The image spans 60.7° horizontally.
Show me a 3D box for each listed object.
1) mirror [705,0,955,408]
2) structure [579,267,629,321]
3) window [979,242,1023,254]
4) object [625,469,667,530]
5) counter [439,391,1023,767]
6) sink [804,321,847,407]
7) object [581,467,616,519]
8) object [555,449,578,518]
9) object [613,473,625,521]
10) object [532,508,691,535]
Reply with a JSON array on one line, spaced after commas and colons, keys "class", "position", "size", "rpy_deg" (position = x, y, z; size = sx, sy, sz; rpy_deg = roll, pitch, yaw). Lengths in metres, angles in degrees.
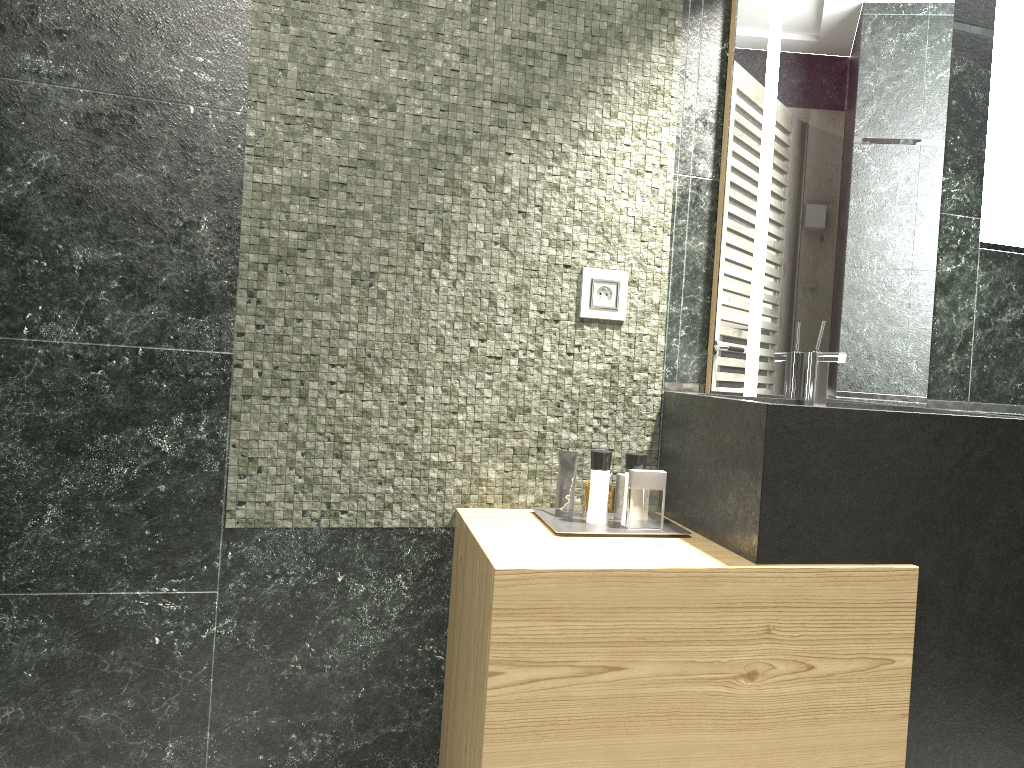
[{"class": "mirror", "position": [0.917, -0.739, 2.449], "size": [0.708, 1.576, 0.040], "rpy_deg": [4, 0, -17]}, {"class": "structure", "position": [0.239, -0.232, 2.263], "size": [0.129, 0.128, 0.016], "rpy_deg": [4, 0, -18]}, {"class": "window", "position": [1.940, -0.918, 2.993], "size": [1.107, 1.069, 0.037], "rpy_deg": [4, 0, -17]}, {"class": "object", "position": [0.314, 0.271, 2.050], "size": [0.087, 0.136, 0.030], "rpy_deg": [4, 0, -13]}, {"class": "counter", "position": [0.559, 0.562, 2.074], "size": [1.381, 1.051, 0.617], "rpy_deg": [4, 1, -16]}, {"class": "sink", "position": [0.856, 0.040, 2.163], "size": [0.752, 0.408, 0.521], "rpy_deg": [4, 1, -15]}, {"class": "object", "position": [0.220, 0.264, 2.168], "size": [0.086, 0.133, 0.055], "rpy_deg": [4, 0, -10]}, {"class": "object", "position": [0.133, 0.244, 2.143], "size": [0.046, 0.163, 0.044], "rpy_deg": [4, 0, -8]}, {"class": "object", "position": [0.296, 0.261, 2.152], "size": [0.087, 0.153, 0.030], "rpy_deg": [4, 0, -16]}, {"class": "object", "position": [0.229, 0.330, 2.086], "size": [0.329, 0.011, 0.305], "rpy_deg": [4, 1, -13]}]
